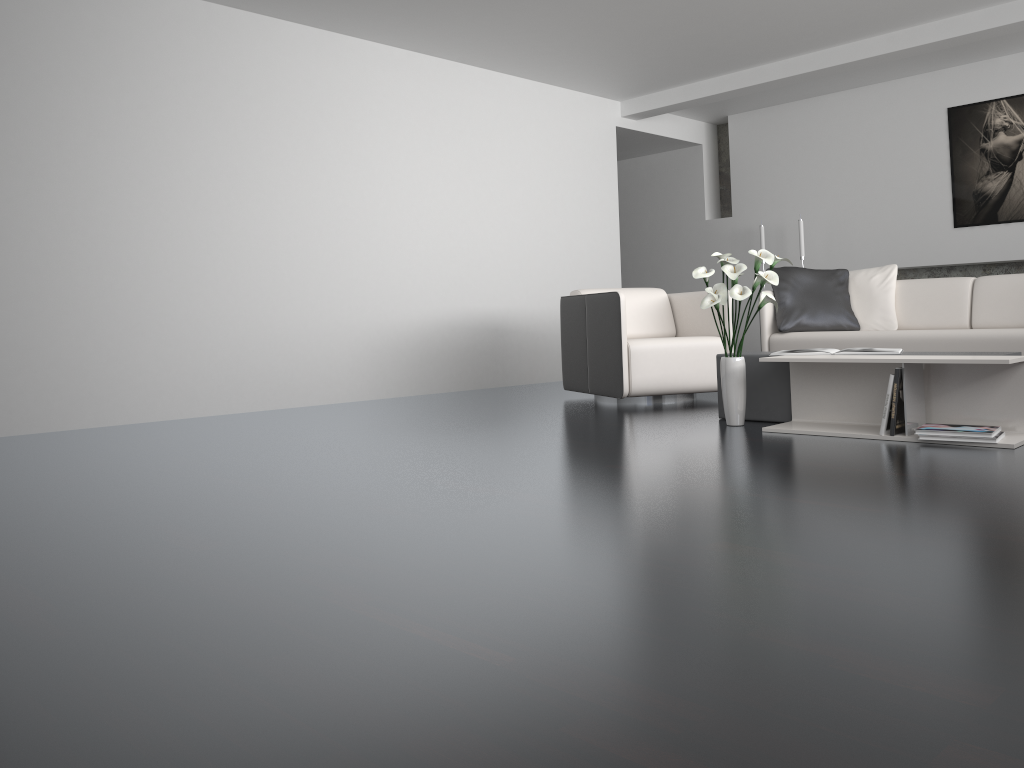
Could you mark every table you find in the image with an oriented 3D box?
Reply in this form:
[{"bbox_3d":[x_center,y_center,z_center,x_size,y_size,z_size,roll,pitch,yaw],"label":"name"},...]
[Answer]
[{"bbox_3d":[1.521,0.048,3.557,0.967,0.315,0.299,1,2,43],"label":"table"},{"bbox_3d":[1.556,0.019,3.962,1.256,0.315,0.299,2,3,44],"label":"table"}]

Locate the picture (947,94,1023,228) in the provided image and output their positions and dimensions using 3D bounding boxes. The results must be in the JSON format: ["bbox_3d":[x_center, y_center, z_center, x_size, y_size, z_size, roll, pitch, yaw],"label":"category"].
[{"bbox_3d":[3.889,-1.777,7.018,0.004,1.009,0.743,1,-2,-44],"label":"picture"}]

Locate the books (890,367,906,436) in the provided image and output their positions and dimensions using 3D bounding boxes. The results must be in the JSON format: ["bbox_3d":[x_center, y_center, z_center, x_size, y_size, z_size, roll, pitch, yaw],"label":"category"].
[{"bbox_3d":[1.555,0.062,3.481,0.050,0.264,0.234,-4,-2,44],"label":"books"}]

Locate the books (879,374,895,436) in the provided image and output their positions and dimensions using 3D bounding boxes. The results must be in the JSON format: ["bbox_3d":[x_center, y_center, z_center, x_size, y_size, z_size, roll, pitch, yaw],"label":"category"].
[{"bbox_3d":[1.531,0.074,3.499,0.069,0.239,0.227,-4,-1,44],"label":"books"}]

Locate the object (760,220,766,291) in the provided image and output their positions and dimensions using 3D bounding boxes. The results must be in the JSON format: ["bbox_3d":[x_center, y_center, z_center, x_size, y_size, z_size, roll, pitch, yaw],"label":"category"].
[{"bbox_3d":[2.375,-0.846,8.270,0.180,1.401,0.179,1,-4,-44],"label":"object"}]

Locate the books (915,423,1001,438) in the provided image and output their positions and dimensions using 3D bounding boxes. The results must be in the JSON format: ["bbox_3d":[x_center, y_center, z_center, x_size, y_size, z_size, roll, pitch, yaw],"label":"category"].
[{"bbox_3d":[1.688,0.175,3.333,0.263,0.017,0.228,1,5,36],"label":"books"}]

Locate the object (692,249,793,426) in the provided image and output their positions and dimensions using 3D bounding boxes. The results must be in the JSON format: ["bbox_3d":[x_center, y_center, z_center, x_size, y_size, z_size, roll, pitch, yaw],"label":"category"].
[{"bbox_3d":[1.041,-0.207,3.942,0.377,0.800,0.446,-3,-2,29],"label":"object"}]

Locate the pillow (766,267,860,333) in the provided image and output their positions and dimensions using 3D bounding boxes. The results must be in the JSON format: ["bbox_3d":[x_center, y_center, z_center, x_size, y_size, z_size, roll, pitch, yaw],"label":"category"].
[{"bbox_3d":[1.999,-0.565,5.828,0.565,0.451,0.277,-2,-1,0],"label":"pillow"}]

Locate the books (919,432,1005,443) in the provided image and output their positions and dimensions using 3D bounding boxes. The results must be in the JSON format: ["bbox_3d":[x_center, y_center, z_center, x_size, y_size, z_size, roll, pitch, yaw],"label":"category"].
[{"bbox_3d":[1.689,0.193,3.308,0.263,0.017,0.214,1,5,36],"label":"books"}]

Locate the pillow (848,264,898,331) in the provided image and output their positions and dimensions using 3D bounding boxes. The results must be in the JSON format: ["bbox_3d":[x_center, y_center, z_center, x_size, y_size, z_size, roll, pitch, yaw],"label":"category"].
[{"bbox_3d":[2.298,-0.547,5.911,0.583,0.501,0.323,-1,0,35],"label":"pillow"}]

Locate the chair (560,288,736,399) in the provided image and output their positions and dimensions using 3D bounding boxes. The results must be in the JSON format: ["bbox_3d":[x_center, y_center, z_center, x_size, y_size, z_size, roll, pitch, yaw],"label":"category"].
[{"bbox_3d":[0.816,-0.286,5.530,0.768,0.663,0.918,-2,2,-20],"label":"chair"}]

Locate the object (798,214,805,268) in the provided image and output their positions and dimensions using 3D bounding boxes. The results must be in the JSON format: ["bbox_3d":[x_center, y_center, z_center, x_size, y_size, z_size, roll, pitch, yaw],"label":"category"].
[{"bbox_3d":[2.613,-0.826,7.879,0.180,1.401,0.179,1,-4,-44],"label":"object"}]

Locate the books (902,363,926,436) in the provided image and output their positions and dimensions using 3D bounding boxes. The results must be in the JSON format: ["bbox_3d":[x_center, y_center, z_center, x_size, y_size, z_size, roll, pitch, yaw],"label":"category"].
[{"bbox_3d":[1.588,0.052,3.475,0.007,0.285,0.205,-4,-2,44],"label":"books"}]

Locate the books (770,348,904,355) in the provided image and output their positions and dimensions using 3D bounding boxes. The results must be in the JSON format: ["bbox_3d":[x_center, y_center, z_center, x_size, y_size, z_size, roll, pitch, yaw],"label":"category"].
[{"bbox_3d":[1.488,-0.150,4.032,0.547,0.017,0.359,0,4,26],"label":"books"}]

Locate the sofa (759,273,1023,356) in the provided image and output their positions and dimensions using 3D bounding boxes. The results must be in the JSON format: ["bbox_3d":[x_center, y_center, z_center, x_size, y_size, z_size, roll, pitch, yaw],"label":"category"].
[{"bbox_3d":[2.748,-0.331,5.343,2.235,0.662,0.920,2,3,43],"label":"sofa"}]
